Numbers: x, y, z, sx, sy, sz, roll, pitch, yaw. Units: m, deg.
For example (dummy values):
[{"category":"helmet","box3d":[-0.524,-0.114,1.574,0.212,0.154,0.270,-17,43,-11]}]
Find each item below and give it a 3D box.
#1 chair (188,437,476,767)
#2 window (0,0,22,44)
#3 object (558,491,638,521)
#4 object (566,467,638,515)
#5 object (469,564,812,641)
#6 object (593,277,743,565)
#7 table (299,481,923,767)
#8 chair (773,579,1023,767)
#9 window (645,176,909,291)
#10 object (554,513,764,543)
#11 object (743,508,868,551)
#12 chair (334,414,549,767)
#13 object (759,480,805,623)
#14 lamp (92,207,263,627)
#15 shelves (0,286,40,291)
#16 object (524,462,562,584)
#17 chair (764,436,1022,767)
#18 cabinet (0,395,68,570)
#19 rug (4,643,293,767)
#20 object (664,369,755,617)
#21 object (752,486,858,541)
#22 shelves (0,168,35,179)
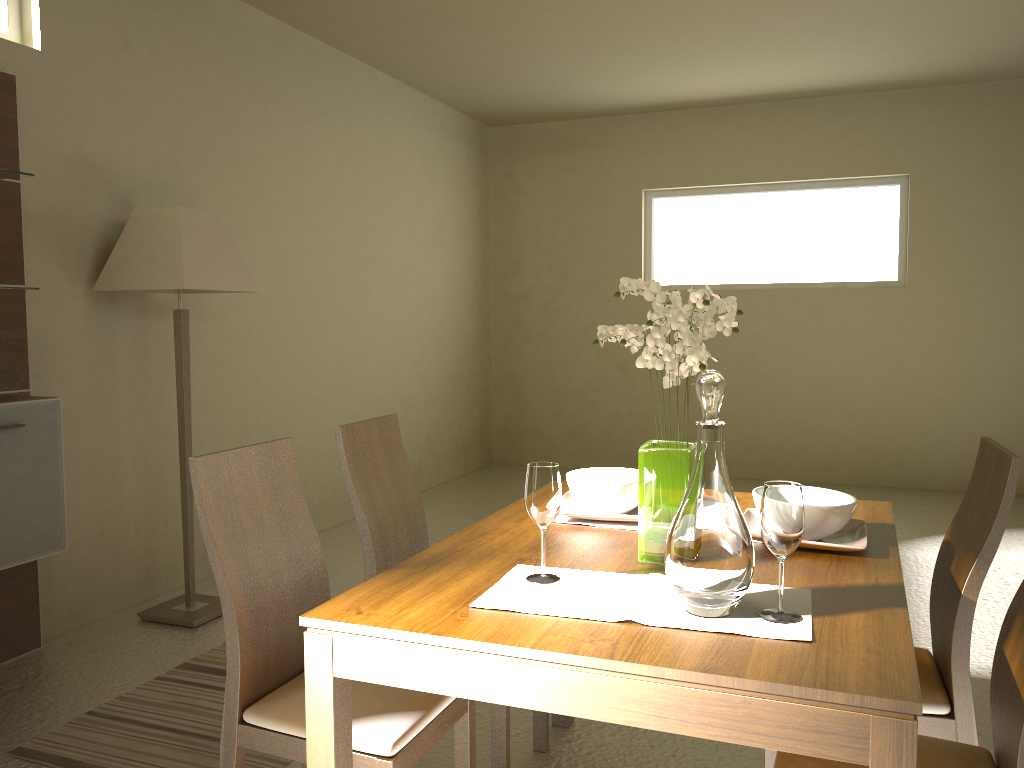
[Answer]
[{"category":"chair","box3d":[-0.397,0.658,2.026,0.507,1.017,0.404,1,4,22]},{"category":"window","box3d":[0.093,-0.246,0.819,6.429,3.000,4.466,1,4,19]},{"category":"object","box3d":[0.259,0.328,2.337,0.283,0.033,0.283,1,4,16]},{"category":"object","box3d":[0.259,0.288,2.334,0.233,0.101,0.233,0,4,10]},{"category":"object","box3d":[0.247,0.395,1.649,0.589,0.010,0.287,1,4,18]},{"category":"object","box3d":[0.331,0.078,1.898,0.304,0.608,0.302,2,5,25]},{"category":"table","box3d":[0.351,0.765,2.064,1.000,0.790,1.411,1,4,21]},{"category":"chair","box3d":[0.745,0.682,1.622,0.507,1.017,0.404,1,5,22]},{"category":"window","box3d":[2.079,-1.178,7.146,2.025,0.848,0.100,1,4,21]},{"category":"object","box3d":[0.421,0.347,2.287,0.589,0.010,0.287,2,5,25]},{"category":"object","box3d":[0.679,0.347,2.075,0.283,0.041,0.283,1,4,21]},{"category":"chair","box3d":[-0.192,0.617,2.578,0.507,1.017,0.404,1,4,19]},{"category":"object","box3d":[0.463,0.286,1.525,0.075,0.232,0.075,-2,4,-20]},{"category":"lamp","box3d":[-1.446,0.140,3.918,0.499,1.782,0.499,1,4,21]},{"category":"shelves","box3d":[-2.291,-0.263,2.135,0.255,0.008,2.463,1,4,21]},{"category":"object","box3d":[0.062,0.274,1.762,0.075,0.232,0.075,-2,4,-20]},{"category":"chair","box3d":[0.881,0.644,2.130,0.507,1.017,0.404,1,4,18]},{"category":"cabinet","box3d":[-2.233,0.414,2.163,0.372,0.570,2.463,1,4,21]},{"category":"rug","box3d":[-0.852,1.077,3.280,0.843,0.010,1.613,1,4,22]},{"category":"object","box3d":[0.346,0.187,1.554,0.156,0.426,0.156,-2,5,-27]},{"category":"object","box3d":[0.681,0.307,2.071,0.232,0.107,0.233,2,5,33]},{"category":"shelves","box3d":[-2.293,-0.670,2.105,0.255,0.008,2.463,1,4,21]}]
